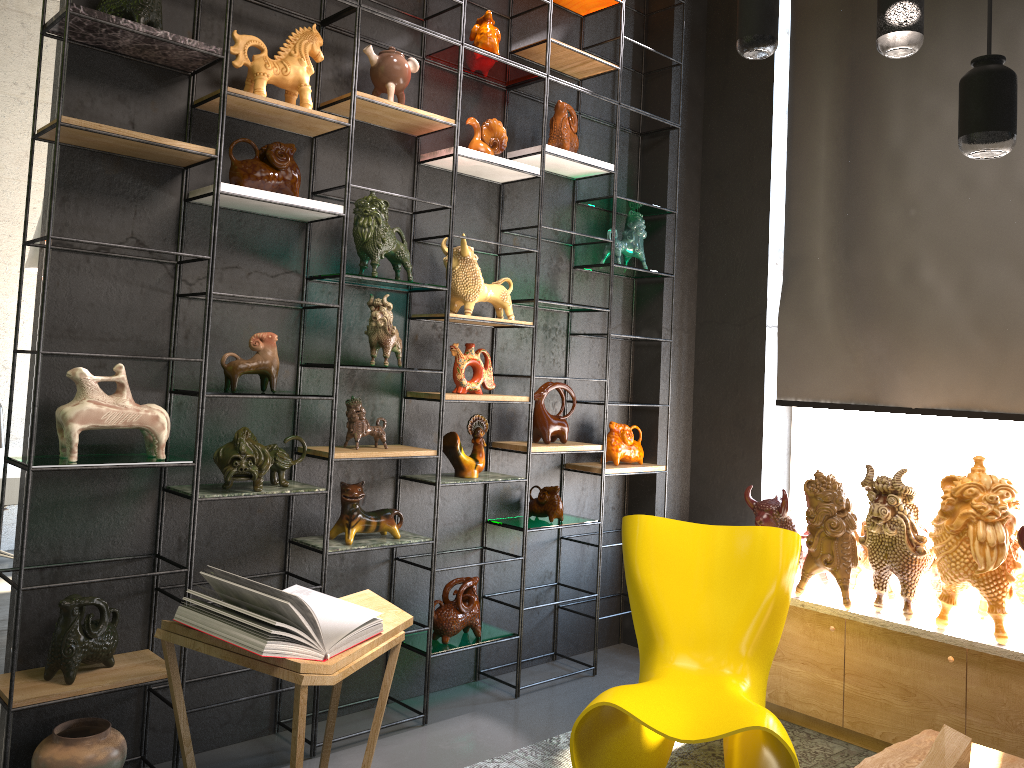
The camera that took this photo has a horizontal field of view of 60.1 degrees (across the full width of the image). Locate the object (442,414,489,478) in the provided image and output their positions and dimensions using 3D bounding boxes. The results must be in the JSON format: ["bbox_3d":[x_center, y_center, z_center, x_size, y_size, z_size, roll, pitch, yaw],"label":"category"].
[{"bbox_3d":[-0.191,0.263,3.793,0.226,0.271,0.123,5,-3,-43],"label":"object"}]

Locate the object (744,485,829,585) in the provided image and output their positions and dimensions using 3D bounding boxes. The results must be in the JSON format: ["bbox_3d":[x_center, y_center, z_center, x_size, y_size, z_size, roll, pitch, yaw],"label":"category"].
[{"bbox_3d":[1.202,0.660,3.833,0.461,0.442,0.219,4,-3,-38],"label":"object"}]

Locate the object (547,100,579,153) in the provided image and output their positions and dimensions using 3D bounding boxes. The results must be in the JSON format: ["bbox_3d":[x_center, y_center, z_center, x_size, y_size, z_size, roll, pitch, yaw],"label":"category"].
[{"bbox_3d":[0.250,-1.199,4.229,0.126,0.250,0.252,2,-2,17],"label":"object"}]

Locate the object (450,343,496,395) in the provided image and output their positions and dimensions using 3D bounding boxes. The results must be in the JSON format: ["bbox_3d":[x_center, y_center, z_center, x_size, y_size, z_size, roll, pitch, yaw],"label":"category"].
[{"bbox_3d":[-0.170,-0.064,3.841,0.266,0.224,0.060,4,-3,-42],"label":"object"}]

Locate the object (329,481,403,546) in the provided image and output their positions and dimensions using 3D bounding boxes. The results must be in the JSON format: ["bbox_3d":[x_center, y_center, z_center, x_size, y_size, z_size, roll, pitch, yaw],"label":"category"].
[{"bbox_3d":[-0.542,0.490,3.441,0.308,0.236,0.155,4,-2,-39],"label":"object"}]

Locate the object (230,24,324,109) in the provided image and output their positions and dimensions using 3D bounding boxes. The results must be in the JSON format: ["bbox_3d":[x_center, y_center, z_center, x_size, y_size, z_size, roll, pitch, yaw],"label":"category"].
[{"bbox_3d":[-0.853,-1.170,3.215,0.170,0.364,0.374,0,-3,42],"label":"object"}]

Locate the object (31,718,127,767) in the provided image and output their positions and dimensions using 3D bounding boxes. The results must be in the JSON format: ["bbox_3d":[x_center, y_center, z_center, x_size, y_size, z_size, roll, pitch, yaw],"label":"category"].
[{"bbox_3d":[-1.331,1.180,2.721,0.265,0.240,0.265,4,-2,-43],"label":"object"}]

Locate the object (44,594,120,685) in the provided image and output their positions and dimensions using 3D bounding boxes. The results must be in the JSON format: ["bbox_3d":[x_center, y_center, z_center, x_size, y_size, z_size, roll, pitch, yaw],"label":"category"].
[{"bbox_3d":[-1.326,0.775,2.766,0.126,0.250,0.252,2,-2,17],"label":"object"}]

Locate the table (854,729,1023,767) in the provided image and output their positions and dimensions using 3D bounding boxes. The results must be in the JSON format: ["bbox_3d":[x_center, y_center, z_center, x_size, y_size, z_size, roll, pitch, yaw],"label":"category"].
[{"bbox_3d":[1.268,1.276,2.353,0.826,0.310,0.694,3,0,-43],"label":"table"}]

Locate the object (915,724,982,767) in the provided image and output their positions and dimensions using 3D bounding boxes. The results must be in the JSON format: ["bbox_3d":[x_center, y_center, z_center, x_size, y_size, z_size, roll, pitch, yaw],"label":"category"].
[{"bbox_3d":[1.220,1.050,2.348,0.351,0.137,0.518,3,0,42],"label":"object"}]

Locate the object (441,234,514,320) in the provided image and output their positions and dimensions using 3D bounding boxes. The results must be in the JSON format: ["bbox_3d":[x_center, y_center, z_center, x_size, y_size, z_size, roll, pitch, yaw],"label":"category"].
[{"bbox_3d":[-0.145,-0.453,3.833,0.368,0.353,0.175,4,-3,-38],"label":"object"}]

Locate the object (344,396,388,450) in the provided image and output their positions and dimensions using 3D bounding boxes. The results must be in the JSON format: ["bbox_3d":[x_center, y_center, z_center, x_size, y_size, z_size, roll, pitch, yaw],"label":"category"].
[{"bbox_3d":[-0.568,0.153,3.468,0.182,0.211,0.096,4,-3,-40],"label":"object"}]

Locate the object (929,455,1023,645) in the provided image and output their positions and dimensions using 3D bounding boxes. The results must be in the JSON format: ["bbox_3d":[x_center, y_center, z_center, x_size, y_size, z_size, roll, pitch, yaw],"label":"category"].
[{"bbox_3d":[1.745,0.589,3.267,0.468,0.657,0.307,5,-3,-38],"label":"object"}]

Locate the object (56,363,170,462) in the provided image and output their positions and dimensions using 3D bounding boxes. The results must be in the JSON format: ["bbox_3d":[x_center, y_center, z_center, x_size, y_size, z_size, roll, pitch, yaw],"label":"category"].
[{"bbox_3d":[-1.256,0.086,2.810,0.340,0.305,0.164,4,-3,-38],"label":"object"}]

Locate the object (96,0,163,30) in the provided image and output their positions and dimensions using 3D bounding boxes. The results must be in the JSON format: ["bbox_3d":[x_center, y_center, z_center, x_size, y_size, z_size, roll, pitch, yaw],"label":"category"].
[{"bbox_3d":[-1.263,-1.255,2.904,0.253,0.250,0.125,2,-3,22],"label":"object"}]

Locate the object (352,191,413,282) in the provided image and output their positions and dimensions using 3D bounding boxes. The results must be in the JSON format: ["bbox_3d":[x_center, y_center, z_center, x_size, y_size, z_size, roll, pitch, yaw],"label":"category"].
[{"bbox_3d":[-0.517,-0.584,3.497,0.254,0.357,0.167,5,-3,-38],"label":"object"}]

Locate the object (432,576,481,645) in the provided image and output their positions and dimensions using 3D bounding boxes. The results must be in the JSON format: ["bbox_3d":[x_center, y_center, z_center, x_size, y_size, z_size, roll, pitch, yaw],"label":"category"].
[{"bbox_3d":[-0.242,0.948,3.715,0.252,0.250,0.126,4,-3,-43],"label":"object"}]

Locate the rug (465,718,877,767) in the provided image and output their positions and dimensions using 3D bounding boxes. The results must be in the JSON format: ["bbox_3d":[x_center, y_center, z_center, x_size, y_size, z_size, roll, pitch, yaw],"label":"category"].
[{"bbox_3d":[1.292,1.431,2.000,2.183,0.010,3.598,2,1,-43],"label":"rug"}]

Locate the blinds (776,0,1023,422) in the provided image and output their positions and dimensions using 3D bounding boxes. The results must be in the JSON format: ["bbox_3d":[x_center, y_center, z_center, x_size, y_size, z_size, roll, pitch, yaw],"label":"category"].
[{"bbox_3d":[-0.001,-0.891,5.363,3.516,3.319,12.705,3,0,-23],"label":"blinds"}]

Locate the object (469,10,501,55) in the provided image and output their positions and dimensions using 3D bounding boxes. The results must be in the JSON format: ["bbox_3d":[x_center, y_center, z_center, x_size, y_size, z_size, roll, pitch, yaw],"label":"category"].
[{"bbox_3d":[-0.129,-1.526,3.965,0.138,0.223,0.277,3,-1,-12],"label":"object"}]

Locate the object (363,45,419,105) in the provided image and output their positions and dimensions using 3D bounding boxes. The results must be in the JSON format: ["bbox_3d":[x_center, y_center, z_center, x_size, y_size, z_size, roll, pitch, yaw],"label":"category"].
[{"bbox_3d":[-0.488,-1.221,3.546,0.164,0.267,0.236,2,-2,18],"label":"object"}]

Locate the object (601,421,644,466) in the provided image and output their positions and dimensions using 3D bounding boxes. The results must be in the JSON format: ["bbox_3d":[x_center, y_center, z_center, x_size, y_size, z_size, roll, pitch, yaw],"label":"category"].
[{"bbox_3d":[0.570,0.301,4.501,0.277,0.223,0.138,4,-3,-42],"label":"object"}]

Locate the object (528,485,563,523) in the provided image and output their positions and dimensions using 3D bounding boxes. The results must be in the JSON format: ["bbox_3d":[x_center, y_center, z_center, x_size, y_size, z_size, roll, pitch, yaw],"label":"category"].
[{"bbox_3d":[0.154,0.551,4.142,0.105,0.169,0.211,5,-2,-43],"label":"object"}]

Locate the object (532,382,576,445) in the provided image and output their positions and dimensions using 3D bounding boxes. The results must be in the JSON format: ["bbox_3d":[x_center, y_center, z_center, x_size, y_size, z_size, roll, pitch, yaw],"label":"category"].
[{"bbox_3d":[0.183,0.134,4.146,0.248,0.291,0.114,5,-3,-43],"label":"object"}]

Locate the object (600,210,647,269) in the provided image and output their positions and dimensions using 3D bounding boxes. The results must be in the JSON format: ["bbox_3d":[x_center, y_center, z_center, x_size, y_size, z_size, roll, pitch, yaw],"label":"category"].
[{"bbox_3d":[0.584,-0.750,4.547,0.152,0.333,0.288,0,-3,39],"label":"object"}]

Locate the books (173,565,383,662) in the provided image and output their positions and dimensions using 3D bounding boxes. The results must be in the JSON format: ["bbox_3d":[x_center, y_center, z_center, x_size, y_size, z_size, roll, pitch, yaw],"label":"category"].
[{"bbox_3d":[-0.688,0.673,2.659,0.401,0.233,0.480,2,0,34],"label":"books"}]

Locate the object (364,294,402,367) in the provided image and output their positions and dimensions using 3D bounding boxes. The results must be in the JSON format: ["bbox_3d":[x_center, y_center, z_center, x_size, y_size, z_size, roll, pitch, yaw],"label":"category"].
[{"bbox_3d":[-0.507,-0.207,3.470,0.131,0.281,0.207,3,-2,5],"label":"object"}]

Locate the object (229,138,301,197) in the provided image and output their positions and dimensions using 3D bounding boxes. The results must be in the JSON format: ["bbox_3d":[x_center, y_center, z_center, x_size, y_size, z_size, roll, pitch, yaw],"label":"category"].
[{"bbox_3d":[-0.886,-0.775,3.170,0.277,0.223,0.138,4,-3,-43],"label":"object"}]

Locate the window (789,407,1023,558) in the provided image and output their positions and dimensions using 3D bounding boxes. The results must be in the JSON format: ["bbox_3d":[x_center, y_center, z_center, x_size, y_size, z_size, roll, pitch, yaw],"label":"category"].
[{"bbox_3d":[2.330,-0.669,3.951,0.051,3.180,2.309,6,-4,-43],"label":"window"}]

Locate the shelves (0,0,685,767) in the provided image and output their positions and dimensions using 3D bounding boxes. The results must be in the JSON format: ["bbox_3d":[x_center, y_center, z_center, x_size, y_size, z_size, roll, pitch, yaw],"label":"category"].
[{"bbox_3d":[-0.335,-0.625,3.694,2.983,3.923,0.274,5,-4,-43],"label":"shelves"}]

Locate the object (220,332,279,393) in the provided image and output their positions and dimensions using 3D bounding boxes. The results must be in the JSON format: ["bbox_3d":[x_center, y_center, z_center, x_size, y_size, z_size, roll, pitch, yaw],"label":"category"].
[{"bbox_3d":[-0.921,-0.078,3.125,0.119,0.221,0.211,1,-2,31],"label":"object"}]

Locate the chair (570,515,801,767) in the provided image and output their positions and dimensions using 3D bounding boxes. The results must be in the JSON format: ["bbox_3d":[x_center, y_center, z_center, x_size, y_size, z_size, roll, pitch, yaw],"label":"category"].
[{"bbox_3d":[0.651,0.945,3.068,0.658,0.900,1.065,2,-1,17],"label":"chair"}]

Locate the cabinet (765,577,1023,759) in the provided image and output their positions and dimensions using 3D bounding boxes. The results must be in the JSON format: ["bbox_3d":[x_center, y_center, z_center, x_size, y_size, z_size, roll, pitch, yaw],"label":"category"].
[{"bbox_3d":[2.047,1.196,2.932,0.403,0.532,2.731,5,-1,-43],"label":"cabinet"}]

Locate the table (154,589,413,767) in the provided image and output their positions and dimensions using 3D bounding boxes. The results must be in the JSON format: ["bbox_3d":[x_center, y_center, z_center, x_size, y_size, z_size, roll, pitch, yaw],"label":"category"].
[{"bbox_3d":[-0.629,1.022,2.649,0.731,0.621,0.496,4,-2,-42],"label":"table"}]

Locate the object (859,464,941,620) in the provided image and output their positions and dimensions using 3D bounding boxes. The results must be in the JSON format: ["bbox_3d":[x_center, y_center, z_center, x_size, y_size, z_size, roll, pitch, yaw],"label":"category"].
[{"bbox_3d":[1.534,0.612,3.508,0.271,0.582,0.428,0,-3,40],"label":"object"}]

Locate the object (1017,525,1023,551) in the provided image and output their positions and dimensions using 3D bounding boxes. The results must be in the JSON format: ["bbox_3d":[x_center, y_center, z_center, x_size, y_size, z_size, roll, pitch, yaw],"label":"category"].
[{"bbox_3d":[1.930,0.703,3.048,0.461,0.442,0.219,4,-3,-38],"label":"object"}]

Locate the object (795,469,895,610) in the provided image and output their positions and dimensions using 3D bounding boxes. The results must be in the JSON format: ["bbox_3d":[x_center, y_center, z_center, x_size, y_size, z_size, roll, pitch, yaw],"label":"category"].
[{"bbox_3d":[1.406,0.631,3.688,0.474,0.547,0.249,4,-3,-35],"label":"object"}]

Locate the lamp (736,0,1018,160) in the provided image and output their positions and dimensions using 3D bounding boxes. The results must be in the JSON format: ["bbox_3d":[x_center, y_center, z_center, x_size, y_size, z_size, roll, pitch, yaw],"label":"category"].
[{"bbox_3d":[0.468,-1.705,1.387,2.675,2.281,2.836,3,-1,1],"label":"lamp"}]

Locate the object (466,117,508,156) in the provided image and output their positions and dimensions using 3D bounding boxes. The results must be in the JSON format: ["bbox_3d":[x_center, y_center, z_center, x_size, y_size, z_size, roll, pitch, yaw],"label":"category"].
[{"bbox_3d":[-0.108,-1.080,3.901,0.233,0.210,0.107,3,-3,-26],"label":"object"}]

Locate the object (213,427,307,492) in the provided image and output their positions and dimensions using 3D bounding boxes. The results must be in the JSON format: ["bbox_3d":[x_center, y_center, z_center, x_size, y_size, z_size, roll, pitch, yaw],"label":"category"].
[{"bbox_3d":[-0.907,0.258,3.116,0.192,0.221,0.401,2,-1,16],"label":"object"}]
